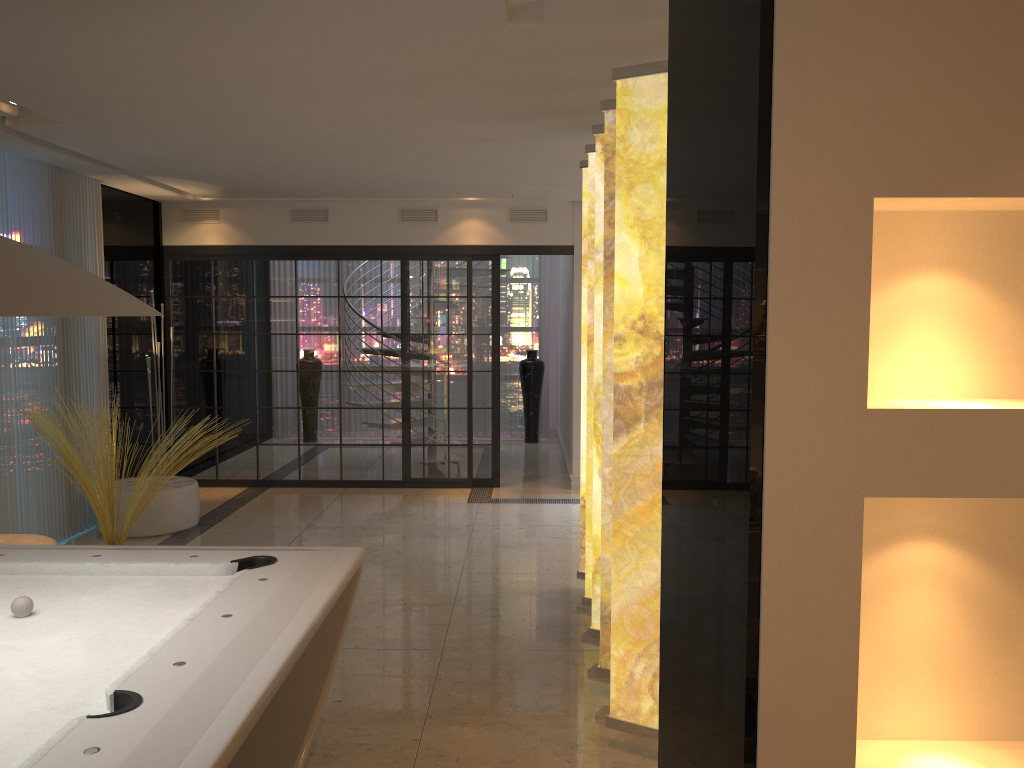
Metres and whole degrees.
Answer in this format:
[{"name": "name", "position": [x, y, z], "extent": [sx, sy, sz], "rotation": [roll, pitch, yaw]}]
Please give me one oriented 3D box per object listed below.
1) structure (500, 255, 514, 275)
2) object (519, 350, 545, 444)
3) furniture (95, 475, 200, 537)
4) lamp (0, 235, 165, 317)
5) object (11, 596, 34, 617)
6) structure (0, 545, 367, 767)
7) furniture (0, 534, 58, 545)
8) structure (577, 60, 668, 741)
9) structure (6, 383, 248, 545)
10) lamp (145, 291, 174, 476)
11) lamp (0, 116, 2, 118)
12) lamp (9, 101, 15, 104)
[{"name": "structure", "position": [-1.634, -1.205, 9.542], "extent": [3.425, 4.134, 1.964], "rotation": [0, 4, 1]}, {"name": "object", "position": [0.249, 0.157, 11.153], "extent": [0.327, 1.173, 0.327], "rotation": [-2, 5, -27]}, {"name": "furniture", "position": [-2.744, 0.909, 6.692], "extent": [0.735, 0.357, 0.735], "rotation": [-2, 5, -27]}, {"name": "lamp", "position": [-1.386, -0.631, 1.727], "extent": [0.939, 0.995, 1.578], "rotation": [0, 4, 1]}, {"name": "object", "position": [-1.365, 0.620, 2.472], "extent": [0.057, 0.057, 0.057], "rotation": [-2, 5, -29]}, {"name": "structure", "position": [-1.371, 1.057, 1.861], "extent": [1.659, 0.812, 2.912], "rotation": [0, 4, 1]}, {"name": "furniture", "position": [-2.865, 1.054, 4.825], "extent": [0.735, 0.357, 0.735], "rotation": [0, 4, 3]}, {"name": "structure", "position": [0.586, 0.018, 4.057], "extent": [0.448, 2.555, 2.180], "rotation": [0, 4, 1]}, {"name": "structure", "position": [-2.440, 0.593, 5.714], "extent": [1.282, 1.142, 1.275], "rotation": [-4, 6, -43]}, {"name": "lamp", "position": [-2.974, 0.127, 7.451], "extent": [0.200, 1.801, 0.418], "rotation": [0, 4, 1]}, {"name": "lamp", "position": [-2.822, -1.496, 4.804], "extent": [0.107, 0.127, 0.107], "rotation": [2, 5, 20]}, {"name": "lamp", "position": [-2.480, -1.468, 4.446], "extent": [0.107, 0.127, 0.107], "rotation": [2, 5, 20]}]
